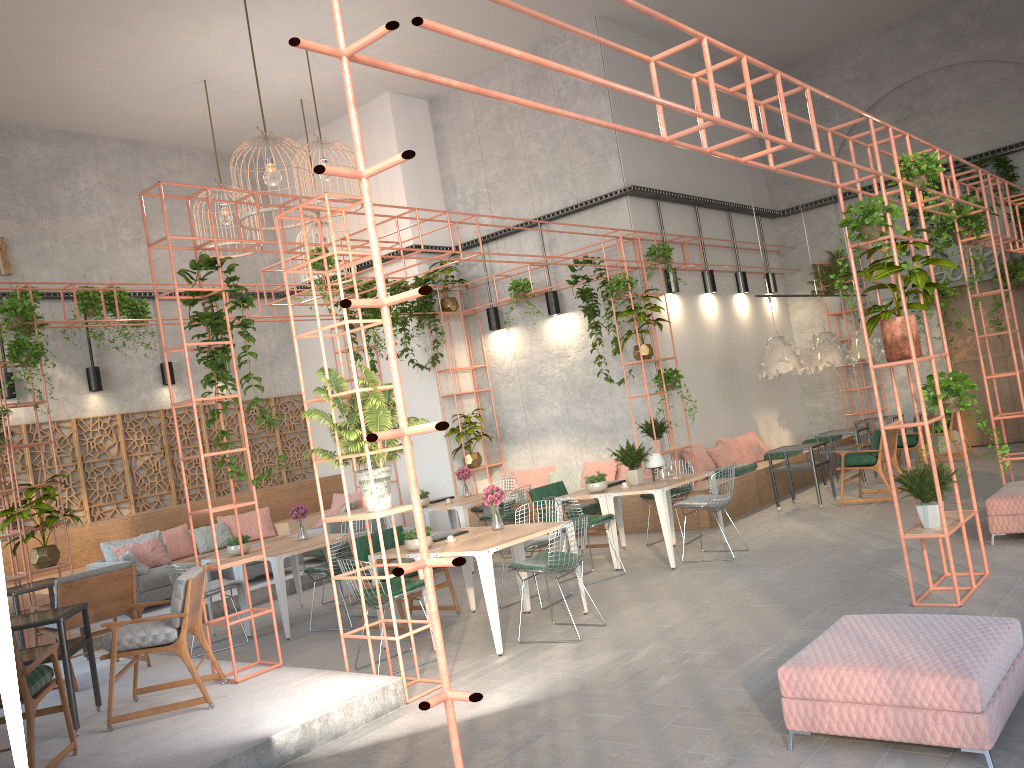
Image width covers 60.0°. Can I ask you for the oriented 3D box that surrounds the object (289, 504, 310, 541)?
[{"bbox_3d":[-2.379,1.549,9.969,0.213,0.414,0.225,-11,-2,32],"label":"object"}]

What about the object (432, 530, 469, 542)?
[{"bbox_3d":[-0.635,1.417,8.208,0.268,0.031,0.427,-11,-3,40],"label":"object"}]

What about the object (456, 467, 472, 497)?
[{"bbox_3d":[-0.645,1.333,12.080,0.213,0.414,0.225,-11,-2,32],"label":"object"}]

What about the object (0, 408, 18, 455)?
[{"bbox_3d":[-5.390,0.555,8.845,0.900,1.101,0.894,-10,-2,4],"label":"object"}]

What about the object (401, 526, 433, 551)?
[{"bbox_3d":[-0.815,1.319,7.678,0.247,0.247,0.252,-11,-3,39],"label":"object"}]

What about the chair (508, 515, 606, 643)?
[{"bbox_3d":[0.348,1.587,7.300,0.717,0.941,0.565,-11,-2,36],"label":"chair"}]

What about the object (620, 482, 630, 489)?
[{"bbox_3d":[1.244,1.113,9.782,0.115,0.078,0.115,-8,-3,-45],"label":"object"}]

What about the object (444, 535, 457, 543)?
[{"bbox_3d":[-0.541,1.364,7.808,0.115,0.073,0.115,-11,-2,34],"label":"object"}]

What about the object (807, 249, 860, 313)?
[{"bbox_3d":[5.676,-1.808,15.659,0.894,1.101,0.900,-10,-2,9],"label":"object"}]

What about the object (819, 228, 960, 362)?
[{"bbox_3d":[2.817,-0.649,6.509,0.924,0.946,0.923,-10,-2,6],"label":"object"}]

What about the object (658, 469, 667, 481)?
[{"bbox_3d":[1.685,1.014,9.892,0.095,0.119,0.095,-8,-2,-26],"label":"object"}]

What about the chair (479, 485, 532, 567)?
[{"bbox_3d":[-0.039,1.788,11.253,0.717,0.941,0.565,-11,-2,36],"label":"chair"}]

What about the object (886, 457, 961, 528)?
[{"bbox_3d":[3.060,0.800,6.573,0.438,0.527,0.368,-11,-3,40],"label":"object"}]

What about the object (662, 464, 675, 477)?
[{"bbox_3d":[1.792,0.990,10.079,0.165,0.154,0.210,-11,-2,29],"label":"object"}]

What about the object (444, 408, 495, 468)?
[{"bbox_3d":[-0.721,0.882,14.121,0.903,0.919,0.934,-10,-2,11],"label":"object"}]

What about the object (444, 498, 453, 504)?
[{"bbox_3d":[-0.825,1.518,11.523,0.115,0.078,0.115,-8,-3,-45],"label":"object"}]

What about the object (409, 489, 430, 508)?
[{"bbox_3d":[-1.207,1.497,11.632,0.248,0.247,0.254,-11,-3,40],"label":"object"}]

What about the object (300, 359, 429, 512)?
[{"bbox_3d":[-1.078,0.378,6.467,0.900,1.100,0.894,-9,-2,-21],"label":"object"}]

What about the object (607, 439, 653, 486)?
[{"bbox_3d":[1.332,0.871,9.941,0.438,0.527,0.368,-11,-3,40],"label":"object"}]

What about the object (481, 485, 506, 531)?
[{"bbox_3d":[-0.159,1.127,8.102,0.213,0.414,0.225,-11,-2,32],"label":"object"}]

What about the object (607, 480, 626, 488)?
[{"bbox_3d":[1.110,1.176,10.364,0.268,0.031,0.427,-11,-3,40],"label":"object"}]

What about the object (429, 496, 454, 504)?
[{"bbox_3d":[-1.026,1.594,12.162,0.268,0.031,0.427,-11,-3,40],"label":"object"}]

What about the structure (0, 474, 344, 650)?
[{"bbox_3d":[-5.081,2.363,11.767,3.396,1.111,9.152,-11,-3,40],"label":"structure"}]

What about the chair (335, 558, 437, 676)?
[{"bbox_3d":[-0.996,1.808,7.216,0.717,0.941,0.565,-8,-2,-34],"label":"chair"}]

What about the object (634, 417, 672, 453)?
[{"bbox_3d":[1.924,0.667,11.996,0.438,0.527,0.368,-11,-3,40],"label":"object"}]

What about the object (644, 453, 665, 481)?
[{"bbox_3d":[1.628,0.946,10.106,0.241,0.313,0.241,-9,-2,-5],"label":"object"}]

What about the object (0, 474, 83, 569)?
[{"bbox_3d":[-4.846,1.420,9.016,0.903,0.923,0.934,-10,-2,6],"label":"object"}]

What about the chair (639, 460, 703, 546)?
[{"bbox_3d":[1.922,1.446,10.806,0.565,0.941,0.717,-11,-3,41],"label":"chair"}]

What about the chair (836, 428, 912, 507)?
[{"bbox_3d":[4.582,1.032,11.319,0.685,0.929,0.722,-11,-3,40],"label":"chair"}]

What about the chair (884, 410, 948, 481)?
[{"bbox_3d":[5.702,0.892,12.683,0.685,0.930,0.722,-11,-3,40],"label":"chair"}]

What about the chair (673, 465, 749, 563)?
[{"bbox_3d":[2.097,1.370,9.455,0.717,0.941,0.565,-11,-2,36],"label":"chair"}]

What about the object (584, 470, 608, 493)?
[{"bbox_3d":[0.929,1.078,9.834,0.248,0.247,0.254,-11,-3,40],"label":"object"}]

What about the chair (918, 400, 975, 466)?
[{"bbox_3d":[6.799,0.756,14.018,0.685,0.930,0.722,-11,-3,40],"label":"chair"}]

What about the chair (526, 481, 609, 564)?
[{"bbox_3d":[0.691,1.653,10.741,0.685,0.917,0.722,-11,-3,40],"label":"chair"}]

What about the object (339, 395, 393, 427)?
[{"bbox_3d":[-2.446,0.704,14.820,0.900,1.097,0.894,-9,-2,-21],"label":"object"}]

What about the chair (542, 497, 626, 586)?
[{"bbox_3d":[0.753,1.591,9.371,0.717,0.941,0.565,-8,-2,-34],"label":"chair"}]

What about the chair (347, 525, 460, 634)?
[{"bbox_3d":[-1.059,1.870,8.586,0.685,0.917,0.722,-11,-3,40],"label":"chair"}]

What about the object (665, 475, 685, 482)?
[{"bbox_3d":[1.781,1.031,9.667,0.218,0.041,0.218,-8,-3,-42],"label":"object"}]

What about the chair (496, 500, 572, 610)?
[{"bbox_3d":[0.174,1.663,8.651,0.565,0.941,0.717,-11,-3,41],"label":"chair"}]

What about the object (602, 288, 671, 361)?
[{"bbox_3d":[1.709,-0.789,11.917,0.903,0.947,0.934,-9,-2,1],"label":"object"}]

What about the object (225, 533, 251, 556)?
[{"bbox_3d":[-2.938,1.712,9.526,0.247,0.247,0.252,-11,-3,39],"label":"object"}]
